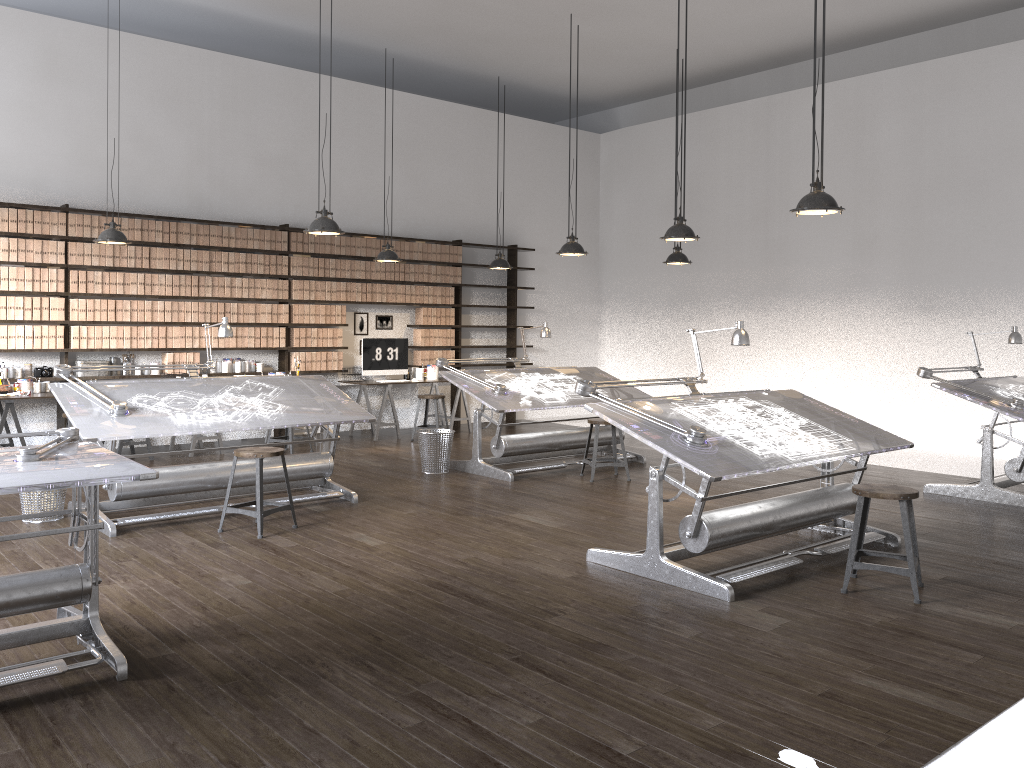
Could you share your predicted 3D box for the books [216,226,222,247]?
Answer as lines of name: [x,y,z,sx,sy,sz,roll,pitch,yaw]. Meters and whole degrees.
books: [-3.218,-1.601,9.634,0.067,0.225,0.175,0,2,-41]

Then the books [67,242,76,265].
books: [-4.338,-1.275,8.694,0.067,0.225,0.174,0,2,-41]

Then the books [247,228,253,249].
books: [-2.950,-1.613,9.866,0.067,0.225,0.175,0,2,-40]

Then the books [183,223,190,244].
books: [-3.485,-1.589,9.407,0.067,0.225,0.175,0,2,-41]

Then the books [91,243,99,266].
books: [-4.174,-1.282,8.829,0.067,0.225,0.175,0,2,-41]

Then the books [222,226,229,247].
books: [-3.163,-1.603,9.681,0.067,0.225,0.175,0,2,-40]

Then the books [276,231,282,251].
books: [-2.694,-1.625,10.090,0.067,0.225,0.174,0,2,-41]

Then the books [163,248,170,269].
books: [-3.649,-1.305,9.273,0.067,0.225,0.175,0,2,-40]

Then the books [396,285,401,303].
books: [-1.471,-1.134,11.143,0.067,0.225,0.175,0,2,-40]

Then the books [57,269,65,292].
books: [-4.418,-1.004,8.630,0.067,0.225,0.175,0,2,-40]

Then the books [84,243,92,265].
books: [-4.228,-1.279,8.780,0.067,0.225,0.175,0,2,-40]

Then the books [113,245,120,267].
books: [-4.026,-1.289,8.959,0.067,0.225,0.175,0,2,-41]

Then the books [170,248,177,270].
books: [-3.594,-1.307,9.320,0.067,0.225,0.175,0,2,-41]

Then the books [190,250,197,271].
books: [-3.429,-1.315,9.465,0.067,0.225,0.175,0,2,-41]

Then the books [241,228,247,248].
books: [-3.006,-1.611,9.823,0.067,0.225,0.175,0,2,-41]

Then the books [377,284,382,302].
books: [-1.686,-1.124,10.953,0.067,0.225,0.175,0,2,-41]

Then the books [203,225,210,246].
books: [-3.327,-1.597,9.549,0.067,0.225,0.175,0,2,-40]

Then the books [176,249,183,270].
books: [-3.541,-1.310,9.369,0.067,0.225,0.174,0,2,-41]

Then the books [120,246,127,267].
books: [-3.972,-1.291,9.005,0.067,0.225,0.174,0,2,-41]

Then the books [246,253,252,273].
books: [-2.968,-1.336,9.862,0.067,0.225,0.175,0,2,-40]

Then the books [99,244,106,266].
books: [-4.127,-1.284,8.871,0.067,0.225,0.175,0,2,-41]

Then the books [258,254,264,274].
books: [-2.857,-1.340,9.951,0.067,0.225,0.174,0,2,-41]

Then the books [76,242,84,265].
books: [-4.284,-1.277,8.738,0.067,0.225,0.175,0,2,-41]

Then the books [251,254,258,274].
books: [-2.914,-1.338,9.908,0.067,0.225,0.174,0,2,-40]

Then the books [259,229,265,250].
books: [-2.849,-1.618,9.956,0.067,0.225,0.175,0,2,-41]

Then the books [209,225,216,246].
books: [-3.269,-1.599,9.596,0.067,0.225,0.175,0,2,-40]

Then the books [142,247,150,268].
books: [-3.804,-1.298,9.142,0.067,0.225,0.175,0,2,-41]

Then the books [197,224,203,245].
books: [-3.381,-1.594,9.505,0.067,0.225,0.174,0,2,-40]

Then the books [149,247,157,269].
books: [-3.751,-1.301,9.194,0.067,0.225,0.175,0,2,-40]

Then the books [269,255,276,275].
books: [-2.745,-1.345,10.045,0.067,0.225,0.175,0,2,-40]

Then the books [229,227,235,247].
books: [-3.111,-1.606,9.731,0.067,0.225,0.174,0,2,-40]

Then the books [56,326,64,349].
books: [-4.421,-0.456,8.632,0.067,0.225,0.175,0,2,-41]

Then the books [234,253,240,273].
books: [-3.069,-1.331,9.774,0.067,0.225,0.175,0,2,-40]

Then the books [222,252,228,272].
books: [-3.169,-1.326,9.684,0.067,0.225,0.175,0,2,-41]

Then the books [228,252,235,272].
books: [-3.116,-1.329,9.732,0.067,0.225,0.175,0,2,-40]

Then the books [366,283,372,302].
books: [-1.793,-1.119,10.864,0.067,0.225,0.175,0,2,-40]

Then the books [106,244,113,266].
books: [-4.073,-1.286,8.911,0.067,0.225,0.175,0,2,-40]

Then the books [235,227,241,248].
books: [-3.060,-1.609,9.779,0.067,0.225,0.174,0,2,-41]

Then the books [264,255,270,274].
books: [-2.806,-1.343,10.001,0.067,0.225,0.175,0,2,-41]

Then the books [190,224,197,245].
books: [-3.432,-1.592,9.457,0.067,0.225,0.174,0,2,-41]

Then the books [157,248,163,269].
books: [-3.700,-1.303,9.235,0.067,0.225,0.175,0,2,-41]

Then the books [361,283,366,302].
books: [-1.854,-1.117,10.819,0.067,0.225,0.175,0,2,-41]

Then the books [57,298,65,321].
books: [-4.415,-0.726,8.630,0.067,0.225,0.175,0,2,-41]

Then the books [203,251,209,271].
books: [-3.328,-1.319,9.546,0.067,0.225,0.175,0,2,-40]

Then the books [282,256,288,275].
books: [-2.633,-1.351,10.145,0.067,0.225,0.175,0,2,-40]

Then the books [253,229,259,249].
books: [-2.896,-1.616,9.914,0.067,0.225,0.175,0,2,-41]

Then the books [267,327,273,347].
books: [-2.781,-0.529,10.039,0.067,0.225,0.175,0,2,-41]

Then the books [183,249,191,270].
books: [-3.483,-1.313,9.416,0.067,0.225,0.175,0,2,-40]

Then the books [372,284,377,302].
books: [-1.741,-1.122,10.916,0.067,0.225,0.175,0,2,-41]

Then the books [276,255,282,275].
books: [-2.693,-1.348,10.098,0.067,0.225,0.175,0,2,-41]

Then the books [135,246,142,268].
books: [-3.864,-1.296,9.097,0.067,0.225,0.175,0,2,-40]

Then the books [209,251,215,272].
books: [-3.280,-1.322,9.597,0.067,0.225,0.174,0,2,-40]

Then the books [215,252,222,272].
books: [-3.226,-1.324,9.641,0.067,0.225,0.175,0,2,-40]

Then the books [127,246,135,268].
books: [-3.915,-1.293,9.048,0.067,0.225,0.174,0,2,-40]

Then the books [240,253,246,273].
books: [-3.015,-1.333,9.814,0.067,0.225,0.175,0,2,-41]

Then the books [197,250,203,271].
books: [-3.382,-1.317,9.507,0.067,0.225,0.175,0,2,-41]
